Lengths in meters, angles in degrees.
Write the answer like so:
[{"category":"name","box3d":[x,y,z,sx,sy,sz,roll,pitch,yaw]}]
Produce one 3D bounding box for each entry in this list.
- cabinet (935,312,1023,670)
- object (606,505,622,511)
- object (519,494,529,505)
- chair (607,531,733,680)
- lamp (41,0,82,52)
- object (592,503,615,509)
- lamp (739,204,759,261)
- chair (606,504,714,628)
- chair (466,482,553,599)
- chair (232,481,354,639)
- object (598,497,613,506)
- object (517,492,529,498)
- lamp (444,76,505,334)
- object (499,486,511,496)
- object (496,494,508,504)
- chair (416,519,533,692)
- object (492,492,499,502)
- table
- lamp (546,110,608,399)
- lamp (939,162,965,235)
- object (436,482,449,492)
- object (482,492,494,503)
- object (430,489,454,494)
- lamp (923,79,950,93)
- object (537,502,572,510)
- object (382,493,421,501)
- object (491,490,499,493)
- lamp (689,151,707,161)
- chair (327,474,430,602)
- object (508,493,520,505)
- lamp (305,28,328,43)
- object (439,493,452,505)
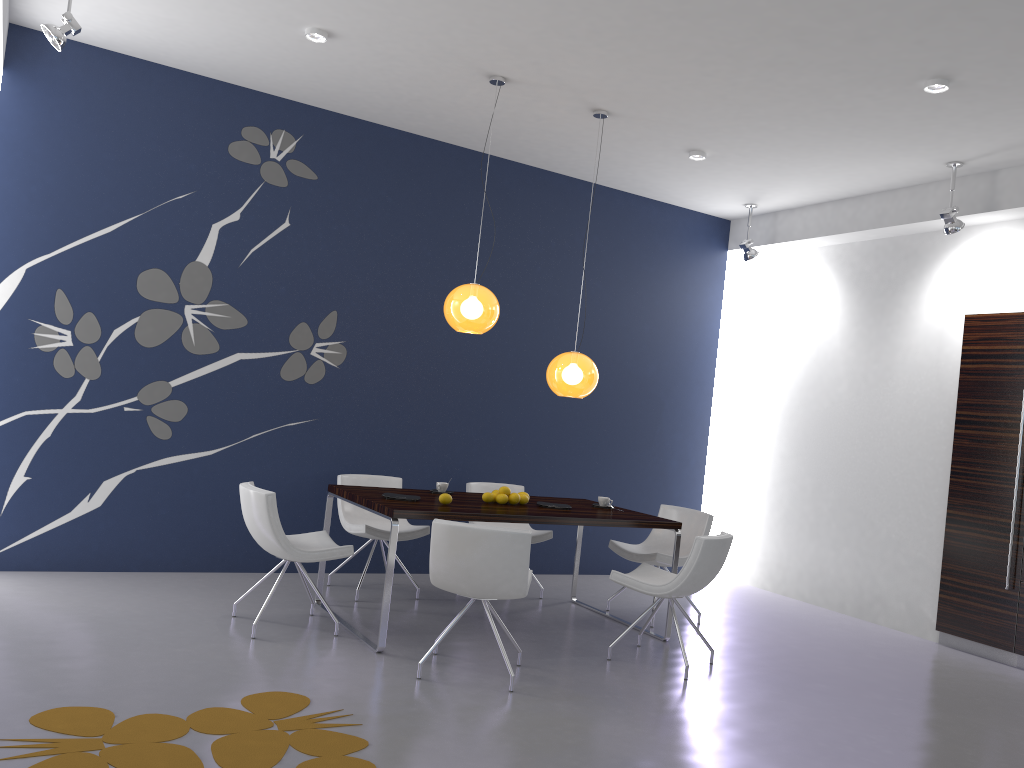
[{"category":"cabinet","box3d":[4.450,0.790,5.292,0.669,2.500,3.600,7,-2,-30]},{"category":"object","box3d":[0.717,0.862,6.179,0.155,0.028,0.032,5,-3,41]},{"category":"object","box3d":[0.071,0.761,5.846,0.083,0.068,0.070,7,-2,-26]},{"category":"chair","box3d":[0.951,1.257,5.283,0.620,0.805,0.508,5,-2,30]},{"category":"lamp","box3d":[-2.332,-1.988,4.621,0.185,0.511,0.150,7,-2,-30]},{"category":"object","box3d":[0.643,0.865,6.266,0.154,0.020,0.154,6,-2,16]},{"category":"lamp","box3d":[2.182,-1.375,8.110,0.185,0.511,0.150,7,-2,-30]},{"category":"chair","box3d":[1.096,1.314,6.533,0.620,0.805,0.508,8,-2,-35]},{"category":"chair","box3d":[-0.066,1.197,6.852,0.508,0.805,0.620,7,-2,-30]},{"category":"chair","box3d":[-1.300,1.004,5.153,0.620,0.805,0.508,7,-2,-30]},{"category":"object","box3d":[0.656,0.835,6.267,0.101,0.064,0.081,6,-2,-4]},{"category":"object","box3d":[0.070,0.760,5.931,0.094,0.077,0.079,5,-2,34]},{"category":"lamp","box3d":[-0.182,-1.145,5.673,0.358,1.645,0.359,7,-2,-19]},{"category":"object","box3d":[-0.047,0.700,5.777,0.083,0.068,0.070,7,-2,-26]},{"category":"object","box3d":[-0.066,0.742,5.723,0.083,0.068,0.070,5,-2,29]},{"category":"chair","box3d":[-0.174,1.111,4.647,0.508,0.805,0.620,6,-2,5]},{"category":"object","box3d":[-0.108,0.740,5.796,0.083,0.068,0.070,5,-2,29]},{"category":"table","box3d":[-0.082,1.171,5.796,2.046,0.783,1.127,7,-2,-30]},{"category":"lamp","box3d":[0.504,-0.891,6.076,0.359,1.974,0.358,7,-2,-25]},{"category":"lamp","box3d":[3.174,-1.323,6.374,0.185,0.511,0.150,7,-2,-30]},{"category":"object","box3d":[-0.473,0.701,5.998,0.081,0.064,0.101,6,-2,-5]},{"category":"object","box3d":[-0.154,0.732,5.721,0.083,0.068,0.070,7,-2,-26]},{"category":"object","box3d":[-0.477,0.733,6.007,0.154,0.020,0.154,6,-2,15]},{"category":"lamp","box3d":[2.410,-1.692,5.035,0.132,0.035,0.132,6,-2,13]},{"category":"object","box3d":[0.281,0.813,5.911,0.232,0.020,0.232,6,-2,-1]},{"category":"object","box3d":[-0.674,0.691,5.398,0.232,0.020,0.232,6,-2,-1]},{"category":"object","box3d":[-0.103,0.739,5.885,0.079,0.077,0.094,6,-2,14]},{"category":"lamp","box3d":[1.418,-1.744,6.771,0.132,0.035,0.132,6,-2,17]},{"category":"chair","box3d":[-0.962,1.081,6.337,0.508,0.805,0.620,8,-2,-35]},{"category":"object","box3d":[0.012,0.747,5.771,0.076,0.080,0.094,7,-2,-28]},{"category":"lamp","box3d":[-1.166,-2.078,5.284,0.132,0.035,0.132,7,-2,-30]},{"category":"object","box3d":[-0.400,0.692,5.337,0.083,0.068,0.070,7,-2,-26]}]
